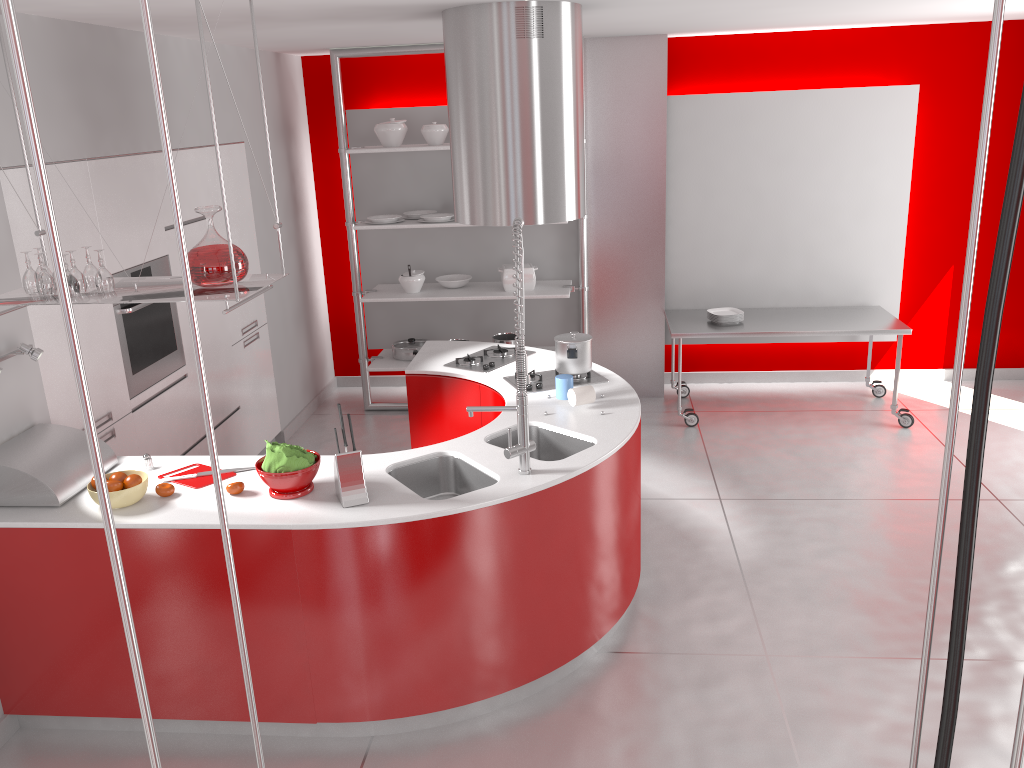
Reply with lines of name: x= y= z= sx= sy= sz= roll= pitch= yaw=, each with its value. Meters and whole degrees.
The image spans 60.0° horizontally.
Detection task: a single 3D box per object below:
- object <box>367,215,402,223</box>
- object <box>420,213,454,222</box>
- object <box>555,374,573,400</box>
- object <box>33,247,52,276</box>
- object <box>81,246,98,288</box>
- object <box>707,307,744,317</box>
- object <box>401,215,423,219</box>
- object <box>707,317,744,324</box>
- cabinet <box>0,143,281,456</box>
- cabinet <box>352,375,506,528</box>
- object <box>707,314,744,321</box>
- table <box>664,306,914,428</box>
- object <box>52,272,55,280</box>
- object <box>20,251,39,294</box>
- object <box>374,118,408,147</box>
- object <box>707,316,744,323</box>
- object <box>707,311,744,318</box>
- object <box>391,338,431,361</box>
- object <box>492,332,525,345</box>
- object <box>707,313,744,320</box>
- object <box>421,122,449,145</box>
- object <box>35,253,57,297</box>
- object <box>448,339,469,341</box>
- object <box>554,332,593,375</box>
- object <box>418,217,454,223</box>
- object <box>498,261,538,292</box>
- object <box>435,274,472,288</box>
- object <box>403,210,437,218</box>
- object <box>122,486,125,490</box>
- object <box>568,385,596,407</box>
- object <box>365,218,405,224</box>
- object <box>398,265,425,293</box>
object: x=-0.895 y=-1.154 z=6.232 sx=0.244 sy=0.042 sz=0.244 roll=-5 pitch=18 yaw=-9
object: x=-0.518 y=-1.154 z=6.178 sx=0.244 sy=0.042 sz=0.244 roll=-5 pitch=18 yaw=-9
object: x=0.233 y=0.010 z=4.036 sx=0.080 sy=0.100 sz=0.109 roll=-9 pitch=18 yaw=-20
object: x=-1.655 y=-0.409 z=3.125 sx=0.060 sy=0.141 sz=0.060 roll=-1 pitch=17 yaw=6
object: x=-1.475 y=-0.409 z=3.099 sx=0.060 sy=0.141 sz=0.060 roll=-1 pitch=17 yaw=6
object: x=1.484 y=-0.496 z=6.170 sx=0.228 sy=0.020 sz=0.228 roll=-6 pitch=18 yaw=-11
object: x=-0.664 y=-1.210 z=6.424 sx=0.280 sy=0.015 sz=0.280 roll=13 pitch=23 yaw=41
object: x=1.486 y=-0.447 z=6.185 sx=0.228 sy=0.020 sz=0.228 roll=-6 pitch=18 yaw=-11
cabinet: x=-2.060 y=-0.189 z=4.781 sx=0.614 sy=2.026 sz=2.398 roll=-1 pitch=17 yaw=6
cabinet: x=-0.808 y=0.586 z=3.942 sx=1.875 sy=0.761 sz=1.025 roll=-16 pitch=22 yaw=-36
object: x=1.485 y=-0.466 z=6.179 sx=0.228 sy=0.020 sz=0.228 roll=-6 pitch=18 yaw=-11
table: x=1.915 y=-0.129 z=6.286 sx=1.627 sy=0.682 sz=0.749 roll=0 pitch=17 yaw=7
object: x=-1.574 y=-0.400 z=3.087 sx=0.060 sy=0.141 sz=0.060 roll=-1 pitch=17 yaw=6
object: x=-1.653 y=-0.383 z=3.043 sx=0.060 sy=0.141 sz=0.060 roll=-1 pitch=17 yaw=6
object: x=-0.835 y=-1.736 z=6.121 sx=0.231 sy=0.191 sz=0.231 roll=-18 pitch=23 yaw=-41
object: x=1.485 y=-0.457 z=6.182 sx=0.228 sy=0.020 sz=0.228 roll=-6 pitch=18 yaw=-11
object: x=1.484 y=-0.486 z=6.173 sx=0.228 sy=0.020 sz=0.228 roll=-6 pitch=18 yaw=-11
object: x=-0.762 y=-0.262 z=6.625 sx=0.308 sy=0.130 sz=0.407 roll=2 pitch=18 yaw=13
object: x=-0.021 y=-0.271 z=6.500 sx=0.240 sy=0.161 sz=0.259 roll=-6 pitch=18 yaw=-10
object: x=1.485 y=-0.476 z=6.176 sx=0.228 sy=0.020 sz=0.228 roll=-6 pitch=18 yaw=-11
object: x=-0.529 y=-1.722 z=6.096 sx=0.192 sy=0.153 sz=0.192 roll=4 pitch=18 yaw=19
object: x=-1.576 y=-0.369 z=2.987 sx=0.060 sy=0.141 sz=0.060 roll=-8 pitch=18 yaw=-16
object: x=-0.401 y=-0.252 z=6.558 sx=0.182 sy=0.122 sz=0.196 roll=-15 pitch=21 yaw=-34
object: x=0.303 y=-0.157 z=4.359 sx=0.189 sy=0.185 sz=0.218 roll=-13 pitch=20 yaw=-30
object: x=-0.517 y=-1.141 z=6.182 sx=0.280 sy=0.015 sz=0.280 roll=10 pitch=21 yaw=34
object: x=0.042 y=-0.783 z=6.362 sx=0.282 sy=0.197 sz=0.235 roll=-4 pitch=17 yaw=-4
object: x=-0.426 y=-0.746 z=6.517 sx=0.272 sy=0.072 sz=0.272 roll=-12 pitch=20 yaw=-28
object: x=-0.664 y=-1.223 z=6.420 sx=0.244 sy=0.042 sz=0.244 roll=-3 pitch=17 yaw=-2
object: x=-1.385 y=0.372 z=3.215 sx=0.065 sy=0.056 sz=0.059 roll=-2 pitch=17 yaw=2
object: x=0.302 y=0.048 z=3.932 sx=0.100 sy=0.080 sz=0.109 roll=-10 pitch=19 yaw=-23
object: x=-0.895 y=-1.141 z=6.236 sx=0.280 sy=0.015 sz=0.280 roll=13 pitch=23 yaw=41
object: x=-0.722 y=-0.767 z=6.385 sx=0.192 sy=0.214 sz=0.192 roll=-5 pitch=17 yaw=-7
